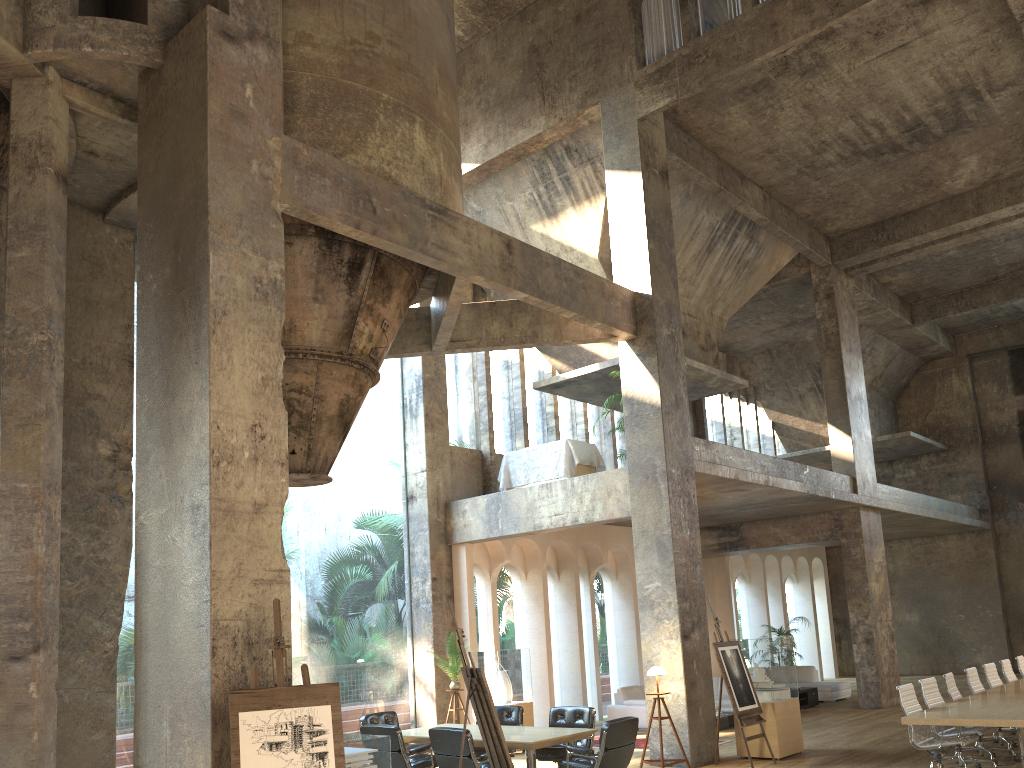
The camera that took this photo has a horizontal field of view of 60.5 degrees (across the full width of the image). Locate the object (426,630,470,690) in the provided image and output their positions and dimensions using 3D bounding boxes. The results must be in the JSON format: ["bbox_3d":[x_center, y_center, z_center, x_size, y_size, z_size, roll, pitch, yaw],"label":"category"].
[{"bbox_3d":[-0.976,4.329,13.780,0.695,0.918,0.872,-10,-14,31],"label":"object"}]

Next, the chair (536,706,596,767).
[{"bbox_3d":[0.551,4.230,10.210,0.738,0.872,0.832,-11,-14,34],"label":"chair"}]

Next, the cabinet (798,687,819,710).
[{"bbox_3d":[5.560,6.232,17.335,0.402,0.361,1.577,-14,-19,39],"label":"cabinet"}]

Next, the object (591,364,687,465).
[{"bbox_3d":[2.009,0.512,13.431,1.366,1.768,1.426,7,-15,-42],"label":"object"}]

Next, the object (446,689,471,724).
[{"bbox_3d":[-0.873,5.234,13.605,0.659,0.950,0.584,-4,-11,5],"label":"object"}]

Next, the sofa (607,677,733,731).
[{"bbox_3d":[3.421,5.841,16.163,2.096,0.705,2.958,-16,-20,39],"label":"sofa"}]

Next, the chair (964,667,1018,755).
[{"bbox_3d":[6.160,4.099,11.098,0.670,1.002,0.711,7,-15,-42],"label":"chair"}]

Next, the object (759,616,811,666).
[{"bbox_3d":[6.450,6.471,20.951,1.366,1.771,1.425,7,-15,-42],"label":"object"}]

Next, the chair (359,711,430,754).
[{"bbox_3d":[-1.409,4.558,10.978,0.831,0.872,0.739,-12,-14,35],"label":"chair"}]

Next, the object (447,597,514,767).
[{"bbox_3d":[-0.241,2.766,7.029,0.684,2.098,0.717,0,-10,-17],"label":"object"}]

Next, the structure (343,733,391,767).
[{"bbox_3d":[-1.497,3.415,7.151,0.754,0.991,0.742,-13,-15,40],"label":"structure"}]

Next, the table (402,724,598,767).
[{"bbox_3d":[-0.297,4.310,9.989,2.448,0.683,1.115,-16,-19,40],"label":"table"}]

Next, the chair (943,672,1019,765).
[{"bbox_3d":[5.535,3.938,10.408,0.709,1.002,0.672,-13,-14,40],"label":"chair"}]

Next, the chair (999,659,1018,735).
[{"bbox_3d":[7.344,4.407,12.421,0.670,1.002,0.711,7,-15,-42],"label":"chair"}]

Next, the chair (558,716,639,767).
[{"bbox_3d":[0.847,3.864,8.979,0.831,0.872,0.738,-12,-15,36],"label":"chair"}]

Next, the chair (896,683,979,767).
[{"bbox_3d":[4.422,3.630,9.100,0.670,1.002,0.711,7,-15,-42],"label":"chair"}]

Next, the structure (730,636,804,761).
[{"bbox_3d":[3.387,4.174,11.743,0.602,1.512,0.750,-12,-13,40],"label":"structure"}]

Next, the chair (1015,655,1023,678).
[{"bbox_3d":[7.954,4.567,13.105,0.671,1.002,0.710,8,-15,-44],"label":"chair"}]

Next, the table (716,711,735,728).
[{"bbox_3d":[3.461,5.848,15.260,0.802,0.198,1.121,-16,-20,39],"label":"table"}]

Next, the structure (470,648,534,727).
[{"bbox_3d":[-0.145,4.907,13.624,0.602,1.512,0.750,-12,-13,40],"label":"structure"}]

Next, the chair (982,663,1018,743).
[{"bbox_3d":[6.748,4.251,11.751,0.669,1.002,0.711,6,-14,-40],"label":"chair"}]

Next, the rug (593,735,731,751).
[{"bbox_3d":[1.984,5.547,13.573,2.501,0.009,1.359,-17,-21,40],"label":"rug"}]

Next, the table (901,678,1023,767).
[{"bbox_3d":[6.996,4.130,10.910,1.626,0.741,7.792,-15,-20,39],"label":"table"}]

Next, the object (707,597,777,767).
[{"bbox_3d":[2.793,3.752,11.106,0.693,2.098,0.708,-11,-12,39],"label":"object"}]

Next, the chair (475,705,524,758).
[{"bbox_3d":[-0.222,4.455,10.848,0.732,0.872,0.839,-6,-12,14],"label":"chair"}]

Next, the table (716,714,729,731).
[{"bbox_3d":[3.215,5.763,14.988,0.873,0.240,0.374,-16,-19,40],"label":"table"}]

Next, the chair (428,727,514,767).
[{"bbox_3d":[-0.360,3.950,9.042,0.827,0.872,0.742,7,-16,-41],"label":"chair"}]

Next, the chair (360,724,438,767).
[{"bbox_3d":[-1.190,4.204,9.772,0.740,0.872,0.829,-14,-16,41],"label":"chair"}]

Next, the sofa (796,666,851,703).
[{"bbox_3d":[6.218,6.571,19.288,2.100,0.704,1.082,-16,-19,39],"label":"sofa"}]

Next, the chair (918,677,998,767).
[{"bbox_3d":[4.971,3.788,9.766,0.669,1.002,0.711,6,-14,-40],"label":"chair"}]

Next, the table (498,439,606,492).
[{"bbox_3d":[0.642,1.458,14.696,1.777,0.783,1.126,-16,-18,40],"label":"table"}]

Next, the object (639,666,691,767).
[{"bbox_3d":[1.761,4.166,10.912,0.578,1.268,0.664,-12,-13,40],"label":"object"}]

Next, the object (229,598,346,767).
[{"bbox_3d":[-1.420,2.415,5.556,0.702,2.098,0.699,1,-10,-23],"label":"object"}]
